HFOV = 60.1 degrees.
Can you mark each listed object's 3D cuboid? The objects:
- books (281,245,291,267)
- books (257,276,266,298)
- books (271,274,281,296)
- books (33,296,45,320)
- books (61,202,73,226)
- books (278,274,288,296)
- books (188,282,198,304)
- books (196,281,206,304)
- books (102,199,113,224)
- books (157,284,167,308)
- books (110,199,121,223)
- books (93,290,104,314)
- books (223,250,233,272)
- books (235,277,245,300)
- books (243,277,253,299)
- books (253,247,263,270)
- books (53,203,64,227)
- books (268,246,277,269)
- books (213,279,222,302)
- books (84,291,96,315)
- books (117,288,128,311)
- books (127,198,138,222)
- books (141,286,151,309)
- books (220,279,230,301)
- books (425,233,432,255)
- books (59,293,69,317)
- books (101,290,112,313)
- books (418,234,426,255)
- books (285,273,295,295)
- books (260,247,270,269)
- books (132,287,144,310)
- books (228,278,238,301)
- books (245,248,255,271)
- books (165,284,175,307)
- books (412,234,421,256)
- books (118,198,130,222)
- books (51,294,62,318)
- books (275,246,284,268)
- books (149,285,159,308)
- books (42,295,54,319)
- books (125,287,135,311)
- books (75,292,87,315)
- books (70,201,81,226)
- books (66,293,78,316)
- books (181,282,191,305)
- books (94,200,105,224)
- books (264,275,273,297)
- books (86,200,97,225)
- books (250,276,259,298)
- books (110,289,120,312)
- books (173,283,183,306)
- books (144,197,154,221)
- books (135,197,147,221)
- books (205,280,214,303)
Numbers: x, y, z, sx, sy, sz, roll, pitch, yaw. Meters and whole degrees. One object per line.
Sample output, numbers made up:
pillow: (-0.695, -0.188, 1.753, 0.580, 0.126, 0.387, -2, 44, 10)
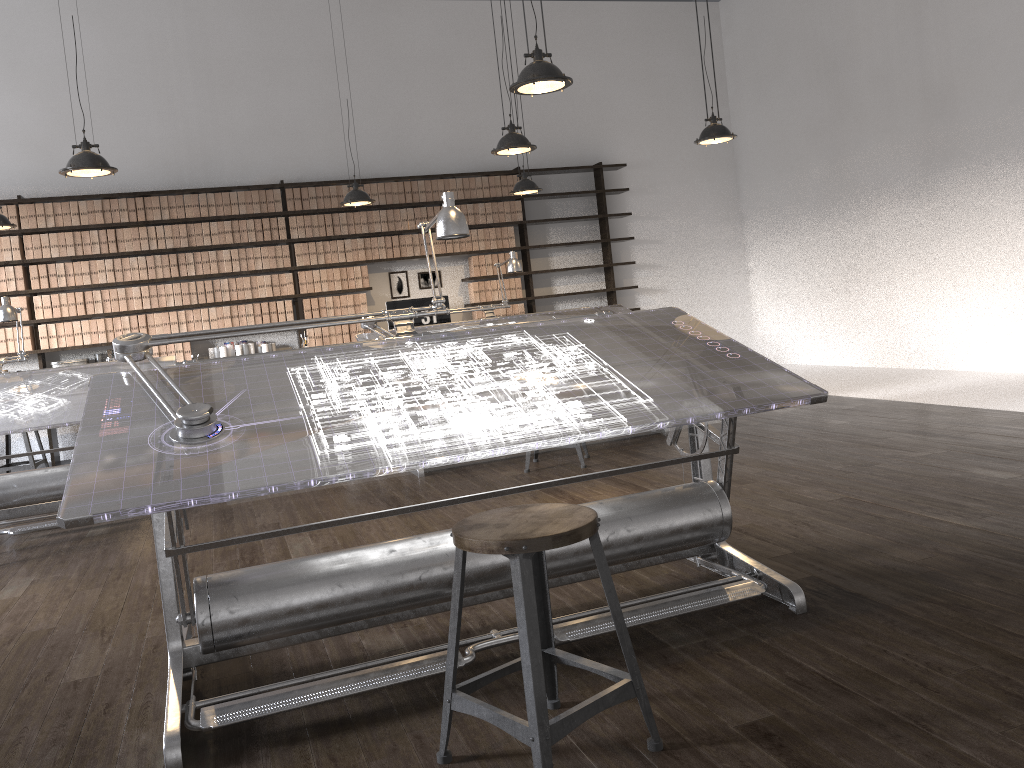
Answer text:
books: (-2.246, -1.258, 8.794, 0.067, 0.225, 0.174, -7, 3, -18)
books: (-2.468, -0.947, 8.716, 0.067, 0.225, 0.174, -7, 3, -18)
books: (-2.340, -0.965, 8.761, 0.067, 0.225, 0.174, -7, 3, -18)
books: (-4.310, -0.690, 8.093, 0.067, 0.225, 0.174, -7, 3, -18)
books: (-4.095, -1.555, 8.171, 0.067, 0.225, 0.174, -7, 3, -18)
books: (-2.275, -0.975, 8.785, 0.067, 0.225, 0.174, -7, 3, -18)
books: (-3.066, -0.864, 8.515, 0.067, 0.225, 0.174, -7, 3, -18)
books: (-2.995, -0.874, 8.541, 0.067, 0.225, 0.174, -7, 3, -18)
books: (-3.776, -1.600, 8.280, 0.067, 0.225, 0.174, -7, 3, -18)
books: (-3.328, -0.827, 8.429, 0.067, 0.225, 0.174, -7, 3, -18)
books: (-3.709, -1.609, 8.302, 0.067, 0.225, 0.174, -7, 3, -18)
books: (-3.845, -0.755, 8.249, 0.067, 0.225, 0.174, -7, 3, -18)
books: (-2.767, -1.185, 8.616, 0.067, 0.225, 0.174, -7, 3, -18)
books: (-2.654, -0.922, 8.656, 0.067, 0.225, 0.174, -7, 3, -18)
books: (-2.589, -0.930, 8.672, 0.067, 0.225, 0.174, -7, 3, -18)
books: (-2.501, -1.222, 8.706, 0.067, 0.225, 0.174, -7, 3, -18)
books: (-4.161, -1.546, 8.150, 0.067, 0.225, 0.174, -7, 3, -18)
books: (-2.369, -1.240, 8.747, 0.067, 0.225, 0.174, -7, 3, -18)
books: (-2.855, -0.894, 8.589, 0.067, 0.225, 0.174, -7, 3, -18)
books: (-3.913, -0.745, 8.230, 0.067, 0.225, 0.174, -7, 3, -18)
books: (-3.648, -0.782, 8.314, 0.067, 0.225, 0.174, -7, 3, -18)
books: (-3.575, -1.628, 8.348, 0.067, 0.225, 0.174, -7, 3, -18)
books: (-3.458, -0.809, 8.379, 0.067, 0.225, 0.174, -7, 3, -18)
books: (-2.786, -0.903, 8.607, 0.067, 0.225, 0.174, -7, 3, -18)
books: (-0.881, -1.455, 9.256, 0.067, 0.225, 0.174, -7, 3, -18)
books: (-4.115, -0.717, 8.160, 0.067, 0.225, 0.174, -7, 3, -18)
books: (-3.780, -0.764, 8.275, 0.067, 0.225, 0.174, -7, 3, -18)
books: (-0.948, -1.446, 9.235, 0.067, 0.225, 0.174, -7, 3, -18)
books: (-2.211, -0.983, 8.799, 0.067, 0.225, 0.174, -7, 3, -18)
books: (-2.432, -1.231, 8.726, 0.067, 0.225, 0.174, -7, 3, -18)
books: (-3.527, -0.799, 8.358, 0.067, 0.225, 0.174, -7, 3, -18)
books: (-2.721, -0.912, 8.633, 0.067, 0.225, 0.174, -7, 3, -18)
books: (-2.568, -1.213, 8.687, 0.067, 0.225, 0.174, -7, 3, -18)
books: (-3.261, -0.836, 8.448, 0.067, 0.225, 0.174, -7, 3, -18)
books: (-1.012, -1.436, 9.209, 0.067, 0.225, 0.174, -7, 3, -18)
books: (-3.641, -1.618, 8.321, 0.067, 0.225, 0.174, -7, 3, -18)
books: (-4.173, -0.708, 8.135, 0.067, 0.225, 0.174, -7, 3, -18)
books: (-2.311, -1.249, 8.771, 0.067, 0.225, 0.174, -7, 3, -18)
books: (-3.393, -0.818, 8.405, 0.067, 0.225, 0.174, -7, 3, -18)
books: (-4.241, -0.699, 8.113, 0.067, 0.225, 0.174, -7, 3, -18)
books: (-3.586, -0.791, 8.339, 0.067, 0.225, 0.174, -7, 3, -18)
books: (-3.982, -0.735, 8.201, 0.067, 0.225, 0.174, -7, 3, -18)
books: (-4.028, -1.564, 8.189, 0.067, 0.225, 0.174, -7, 3, -18)
books: (-4.054, -0.726, 8.183, 0.067, 0.225, 0.174, -7, 3, -18)
books: (-3.124, -0.855, 8.490, 0.067, 0.225, 0.174, -7, 3, -18)
books: (-3.837, -1.591, 8.253, 0.067, 0.225, 0.174, -7, 3, -18)
books: (-2.405, -0.956, 8.735, 0.067, 0.225, 0.174, -7, 3, -18)
books: (-3.901, -1.582, 8.236, 0.067, 0.225, 0.174, -7, 3, -18)
books: (-2.527, -0.939, 8.697, 0.067, 0.225, 0.174, -7, 3, -18)
books: (-3.713, -0.773, 8.298, 0.067, 0.225, 0.174, -7, 3, -18)
books: (-3.192, -0.846, 8.467, 0.067, 0.225, 0.174, -7, 3, -18)
books: (-3.435, -1.647, 8.395, 0.067, 0.225, 0.174, -7, 3, -18)
books: (-3.503, -1.638, 8.367, 0.067, 0.225, 0.174, -7, 3, -18)
books: (-2.924, -0.883, 8.559, 0.067, 0.225, 0.174, -7, 3, -18)
